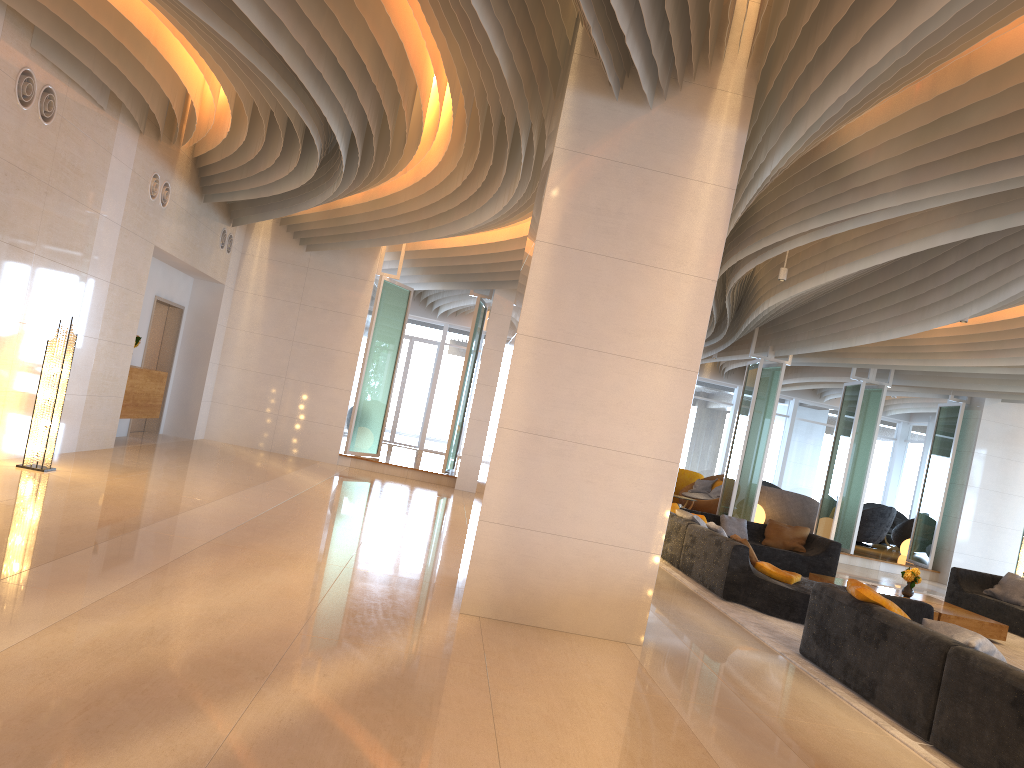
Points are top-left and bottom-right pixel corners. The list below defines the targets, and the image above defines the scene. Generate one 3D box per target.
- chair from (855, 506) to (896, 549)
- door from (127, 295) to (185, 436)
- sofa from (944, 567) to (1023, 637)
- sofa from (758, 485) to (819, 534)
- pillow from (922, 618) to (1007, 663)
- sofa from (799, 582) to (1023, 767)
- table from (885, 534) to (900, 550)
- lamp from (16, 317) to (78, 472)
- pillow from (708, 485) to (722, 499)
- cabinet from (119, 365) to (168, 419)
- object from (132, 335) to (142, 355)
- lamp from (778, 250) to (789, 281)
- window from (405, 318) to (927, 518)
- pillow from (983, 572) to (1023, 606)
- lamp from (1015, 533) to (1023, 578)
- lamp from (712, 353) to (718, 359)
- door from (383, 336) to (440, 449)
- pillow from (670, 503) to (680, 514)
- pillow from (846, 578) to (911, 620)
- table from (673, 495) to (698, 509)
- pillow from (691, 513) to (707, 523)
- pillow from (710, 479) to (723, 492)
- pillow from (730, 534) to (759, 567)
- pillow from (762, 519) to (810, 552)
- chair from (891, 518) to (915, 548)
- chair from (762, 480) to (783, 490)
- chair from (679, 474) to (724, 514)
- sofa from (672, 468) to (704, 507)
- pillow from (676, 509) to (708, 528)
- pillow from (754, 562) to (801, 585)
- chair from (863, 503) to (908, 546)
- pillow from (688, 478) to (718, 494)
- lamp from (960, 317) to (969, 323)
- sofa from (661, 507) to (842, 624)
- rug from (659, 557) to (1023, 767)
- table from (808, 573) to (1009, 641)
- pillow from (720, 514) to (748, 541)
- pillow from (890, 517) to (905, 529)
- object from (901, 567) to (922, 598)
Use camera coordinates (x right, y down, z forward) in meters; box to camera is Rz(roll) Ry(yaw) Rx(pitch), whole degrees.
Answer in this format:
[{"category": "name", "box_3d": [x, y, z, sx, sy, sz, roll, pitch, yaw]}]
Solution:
[{"category": "chair", "box_3d": [8.039, 3.183, 20.230, 1.549, 1.005, 1.113, 13, -2, -32]}, {"category": "door", "box_3d": [-5.568, -0.266, 13.628, 0.247, 2.100, 1.400, 12, -1, -4]}, {"category": "sofa", "box_3d": [6.620, 2.839, 10.506, 0.945, 0.582, 3.765, 12, -3, -4]}, {"category": "sofa", "box_3d": [5.817, 2.753, 19.586, 2.505, 0.901, 1.136, 9, -3, 45]}, {"category": "pillow", "box_3d": [2.725, 1.663, 5.303, 0.421, 0.377, 0.585, 12, -2, -2]}, {"category": "sofa", "box_3d": [2.786, 1.793, 4.920, 0.945, 0.582, 3.765, 12, -3, -4]}, {"category": "table", "box_3d": [9.628, 3.932, 21.784, 1.079, 0.318, 0.819, 11, -2, 2]}, {"category": "lamp", "box_3d": [-4.279, 0.076, 8.243, 0.251, 1.450, 0.249, 12, 0, -5]}, {"category": "pillow", "box_3d": [4.528, 2.324, 19.224, 0.465, 0.408, 0.503, 12, -2, -2]}, {"category": "cabinet", "box_3d": [-5.186, 0.080, 11.850, 0.561, 0.661, 1.505, 12, -2, -4]}, {"category": "object", "box_3d": [-4.962, -0.483, 11.487, 0.269, 0.496, 0.233, 12, 0, -18]}, {"category": "lamp", "box_3d": [3.209, -1.911, 10.048, 0.087, 1.506, 0.091, 12, 0, 40]}, {"category": "window", "box_3d": [9.181, 1.664, 7.933, 22.656, 3.220, 53.265, 14, -3, -39]}, {"category": "pillow", "box_3d": [6.703, 2.721, 11.804, 0.557, 0.377, 0.627, 12, -2, -27]}, {"category": "lamp", "box_3d": [7.391, 2.672, 12.753, 0.251, 1.450, 0.249, 12, 0, -5]}, {"category": "lamp", "box_3d": [4.384, -1.272, 18.537, 0.089, 1.506, 0.089, 12, 0, 4]}, {"category": "door", "box_3d": [-2.836, 0.174, 22.827, 1.465, 2.770, 0.060, 12, 0, -6]}, {"category": "pillow", "box_3d": [2.280, 1.869, 12.795, 0.417, 0.316, 0.334, 13, -2, -33]}, {"category": "pillow", "box_3d": [2.604, 1.620, 6.190, 0.540, 0.377, 0.647, 11, -2, 17]}, {"category": "table", "box_3d": [3.457, 2.537, 18.922, 0.832, 0.318, 1.063, 12, -3, -23]}, {"category": "pillow", "box_3d": [2.335, 1.806, 11.241, 0.332, 0.335, 0.413, 13, -2, -39]}, {"category": "pillow", "box_3d": [4.625, 2.316, 19.639, 0.379, 0.422, 0.595, 12, -2, -26]}, {"category": "pillow", "box_3d": [2.417, 1.736, 9.102, 0.329, 0.311, 0.423, 12, -2, -3]}, {"category": "pillow", "box_3d": [4.023, 2.230, 13.005, 0.631, 0.377, 0.554, 11, -2, 17]}, {"category": "chair", "box_3d": [9.691, 3.547, 20.779, 1.521, 1.005, 1.134, 12, -1, -2]}, {"category": "chair", "box_3d": [6.369, 2.905, 21.556, 1.543, 1.005, 1.118, 12, -2, -22]}, {"category": "chair", "box_3d": [4.366, 2.401, 19.545, 1.151, 1.005, 1.499, 12, -2, -17]}, {"category": "sofa", "box_3d": [3.283, 2.293, 20.815, 2.592, 0.901, 1.097, 12, -2, -16]}, {"category": "pillow", "box_3d": [2.313, 1.793, 10.901, 0.550, 0.377, 0.647, 12, -2, -9]}, {"category": "pillow", "box_3d": [2.649, 1.875, 8.817, 0.403, 0.136, 0.425, 10, -3, 29]}, {"category": "chair", "box_3d": [9.565, 3.616, 22.813, 1.509, 1.005, 1.143, 11, -1, 8]}, {"category": "pillow", "box_3d": [4.291, 2.277, 19.854, 0.483, 0.454, 0.607, 13, -2, -43]}, {"category": "lamp", "box_3d": [5.386, -1.456, 10.280, 0.087, 1.506, 0.091, 12, 0, 40]}, {"category": "sofa", "box_3d": [3.339, 2.143, 10.726, 2.836, 0.653, 5.072, 12, -3, -4]}, {"category": "rug", "box_3d": [4.813, 2.536, 5.478, 5.533, 0.022, 16.167, 12, -3, -4]}, {"category": "table", "box_3d": [4.506, 2.584, 10.285, 1.607, 0.220, 1.595, 12, -3, -5]}, {"category": "pillow", "box_3d": [3.230, 2.092, 12.904, 0.409, 0.312, 0.321, 12, -1, -3]}, {"category": "pillow", "box_3d": [9.934, 3.597, 22.820, 0.496, 0.408, 0.471, 11, -2, 23]}, {"category": "object", "box_3d": [4.692, 2.325, 10.446, 0.232, 0.377, 0.270, 11, -1, 27]}]
